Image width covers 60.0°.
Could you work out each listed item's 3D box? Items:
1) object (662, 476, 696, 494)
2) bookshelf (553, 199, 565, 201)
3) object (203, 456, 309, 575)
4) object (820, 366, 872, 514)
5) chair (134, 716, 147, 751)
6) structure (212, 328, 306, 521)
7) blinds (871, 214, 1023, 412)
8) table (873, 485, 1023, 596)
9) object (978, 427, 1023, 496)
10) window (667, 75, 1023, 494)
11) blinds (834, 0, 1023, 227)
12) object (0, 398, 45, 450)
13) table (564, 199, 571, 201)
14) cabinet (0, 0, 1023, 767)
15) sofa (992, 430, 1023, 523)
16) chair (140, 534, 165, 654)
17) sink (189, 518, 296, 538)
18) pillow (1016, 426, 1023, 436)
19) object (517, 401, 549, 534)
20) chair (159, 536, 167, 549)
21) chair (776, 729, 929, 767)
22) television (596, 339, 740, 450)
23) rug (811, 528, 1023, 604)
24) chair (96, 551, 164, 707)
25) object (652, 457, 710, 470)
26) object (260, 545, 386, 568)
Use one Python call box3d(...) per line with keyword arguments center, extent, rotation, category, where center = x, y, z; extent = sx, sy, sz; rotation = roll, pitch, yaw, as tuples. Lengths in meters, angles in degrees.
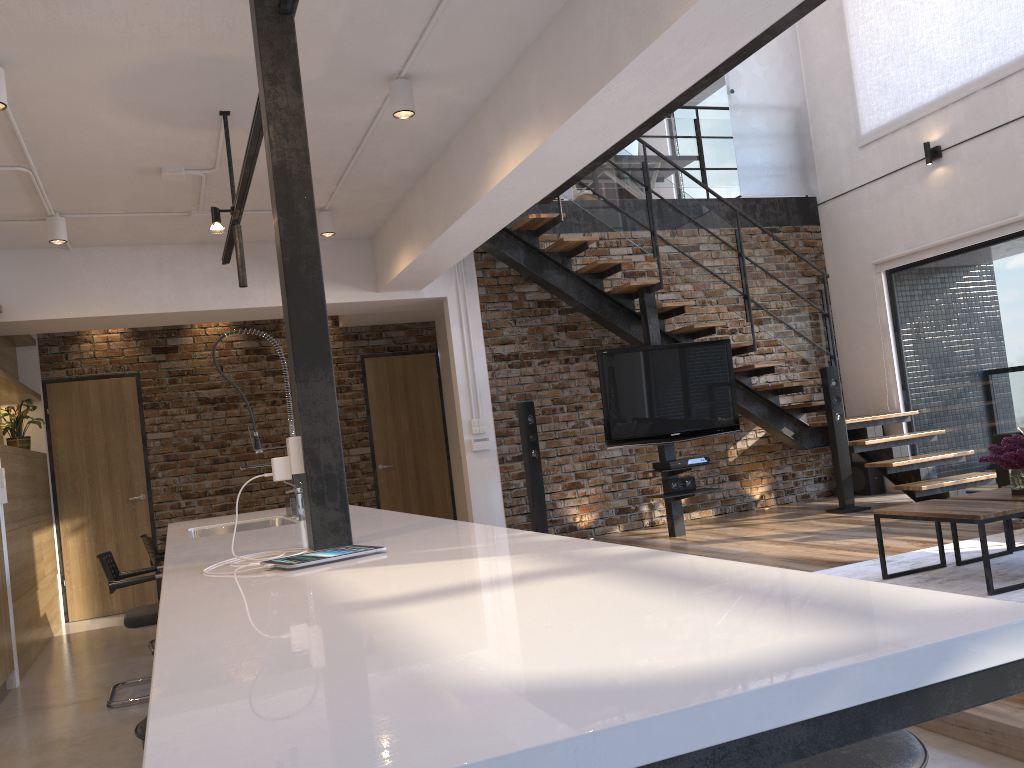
box3d(center=(1.318, 0.797, 6.978), extent=(0.247, 0.112, 0.089), rotation=(-6, -3, -21), category="object")
box3d(center=(0.390, -2.535, 11.463), extent=(2.715, 2.279, 0.307), rotation=(-6, -3, -21), category="bookshelf")
box3d(center=(-0.640, 0.310, 2.150), extent=(0.214, 0.246, 0.417), rotation=(-7, -3, 0), category="object")
box3d(center=(2.708, 0.453, 7.355), extent=(0.271, 1.205, 0.271), rotation=(-6, -3, -16), category="object")
box3d(center=(-0.584, 1.005, 1.897), extent=(0.357, 0.635, 0.358), rotation=(-4, -4, -43), category="chair")
box3d(center=(-0.939, 0.162, 3.799), extent=(0.393, 0.812, 0.507), rotation=(-8, -3, 18), category="structure")
box3d(center=(4.383, -0.387, 5.624), extent=(0.095, 2.042, 5.376), rotation=(-6, -3, -21), category="blinds")
box3d(center=(2.547, 0.715, 4.353), extent=(1.297, 0.350, 0.698), rotation=(-6, -4, -21), category="table")
box3d(center=(2.531, 0.368, 4.359), extent=(0.375, 0.342, 0.342), rotation=(-6, -3, -20), category="object")
box3d(center=(2.599, -1.658, 5.293), extent=(5.660, 5.563, 13.415), rotation=(-6, -4, -21), category="window")
box3d(center=(2.320, -2.861, 7.684), extent=(1.994, 2.973, 10.217), rotation=(-4, -4, -43), category="blinds")
box3d(center=(-3.989, 0.365, 7.190), extent=(0.344, 0.474, 0.390), rotation=(-8, -3, 13), category="object")
box3d(center=(0.976, -1.913, 9.112), extent=(1.859, 0.635, 0.744), rotation=(-6, -3, -21), category="table")
box3d(center=(-1.813, 0.138, 3.647), extent=(2.472, 2.869, 9.127), rotation=(-6, -4, -21), category="cabinet")
box3d(center=(3.228, 0.449, 4.188), extent=(2.997, 0.700, 3.048), rotation=(-6, -4, -21), category="sofa")
box3d(center=(-2.252, 1.398, 6.131), extent=(0.540, 0.768, 0.520), rotation=(-5, -3, -26), category="chair")
box3d(center=(-1.098, 0.693, 3.634), extent=(0.406, 0.203, 0.707), rotation=(-6, -4, -21), category="sink")
box3d(center=(3.491, 0.373, 5.650), extent=(0.498, 0.265, 0.212), rotation=(-6, -3, -21), category="pillow")
box3d(center=(0.178, 0.743, 7.105), extent=(0.271, 1.205, 0.271), rotation=(-5, -3, -31), category="object")
box3d(center=(-1.907, 1.323, 5.593), extent=(0.540, 0.768, 0.520), rotation=(-6, -3, -21), category="chair")
box3d(center=(0.465, 0.848, 1.319), extent=(0.366, 0.630, 0.367), rotation=(-7, -3, -6), category="chair")
box3d(center=(1.225, 0.081, 6.980), extent=(1.206, 0.783, 0.136), rotation=(-6, -3, -21), category="television")
box3d(center=(2.535, 0.891, 4.326), extent=(2.112, 0.003, 1.639), rotation=(-6, -4, -21), category="rug")
box3d(center=(-1.955, 1.285, 4.864), extent=(0.540, 0.768, 0.520), rotation=(-6, -3, -21), category="chair")
box3d(center=(1.320, 0.619, 6.910), extent=(0.360, 0.058, 0.275), rotation=(-6, -4, -21), category="object")
box3d(center=(-0.431, 0.396, 2.027), extent=(0.240, 0.013, 0.188), rotation=(-4, -4, -36), category="object")
